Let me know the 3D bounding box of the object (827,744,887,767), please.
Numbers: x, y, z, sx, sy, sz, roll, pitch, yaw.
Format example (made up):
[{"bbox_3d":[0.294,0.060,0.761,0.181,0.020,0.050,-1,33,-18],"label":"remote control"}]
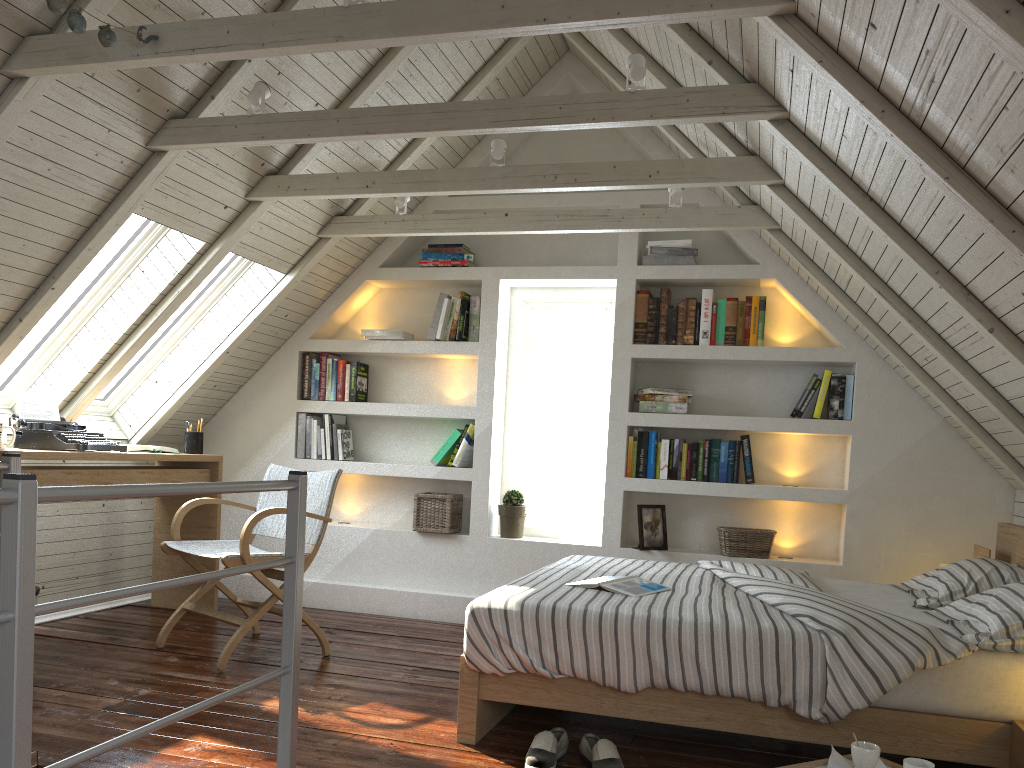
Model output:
[{"bbox_3d":[0.816,0.898,2.081,0.154,0.046,0.159,3,-4,6],"label":"object"}]

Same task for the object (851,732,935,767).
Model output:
[{"bbox_3d":[0.891,0.875,2.058,0.184,0.100,0.082,1,-2,39],"label":"object"}]

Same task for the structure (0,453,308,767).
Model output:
[{"bbox_3d":[-1.114,0.612,1.346,0.835,0.998,1.642,3,-2,16],"label":"structure"}]

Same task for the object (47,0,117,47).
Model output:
[{"bbox_3d":[-1.014,-0.856,2.017,0.059,0.067,0.284,3,-4,15],"label":"object"}]

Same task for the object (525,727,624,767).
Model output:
[{"bbox_3d":[0.192,1.054,2.529,0.284,0.091,0.275,2,-4,14],"label":"object"}]

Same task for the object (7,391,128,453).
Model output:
[{"bbox_3d":[-1.856,0.161,3.710,0.353,0.239,0.389,3,-3,11],"label":"object"}]

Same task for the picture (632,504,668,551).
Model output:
[{"bbox_3d":[0.668,0.704,4.333,0.174,0.224,0.126,3,1,-34],"label":"picture"}]

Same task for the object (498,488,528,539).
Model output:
[{"bbox_3d":[0.005,0.669,4.603,0.159,0.272,0.159,3,1,9],"label":"object"}]

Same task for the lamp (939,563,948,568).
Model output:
[{"bbox_3d":[1.819,0.879,3.658,0.090,0.253,0.090,4,2,23],"label":"lamp"}]

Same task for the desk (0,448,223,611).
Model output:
[{"bbox_3d":[-1.845,0.700,3.886,0.377,0.807,1.326,3,-2,16],"label":"desk"}]

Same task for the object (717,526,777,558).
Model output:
[{"bbox_3d":[1.133,0.767,4.265,0.282,0.134,0.178,3,-2,7],"label":"object"}]

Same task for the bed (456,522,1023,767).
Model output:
[{"bbox_3d":[0.930,0.829,3.079,1.874,0.707,1.876,2,-4,16],"label":"bed"}]

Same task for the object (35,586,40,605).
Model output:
[{"bbox_3d":[-1.983,0.927,3.451,0.224,0.253,0.224,3,0,10],"label":"object"}]

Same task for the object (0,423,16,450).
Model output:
[{"bbox_3d":[-1.939,0.196,3.322,0.109,0.100,0.082,4,0,-33],"label":"object"}]

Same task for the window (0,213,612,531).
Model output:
[{"bbox_3d":[-0.947,-0.030,4.024,3.096,1.379,1.400,3,-1,-6],"label":"window"}]

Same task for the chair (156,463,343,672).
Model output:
[{"bbox_3d":[-1.098,0.733,3.699,0.548,0.794,0.561,3,1,41],"label":"chair"}]

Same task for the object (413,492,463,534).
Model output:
[{"bbox_3d":[-0.393,0.684,4.686,0.204,0.201,0.205,3,-1,16],"label":"object"}]

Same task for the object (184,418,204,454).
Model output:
[{"bbox_3d":[-1.585,0.261,4.383,0.088,0.187,0.088,2,2,-20],"label":"object"}]

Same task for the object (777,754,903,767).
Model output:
[{"bbox_3d":[0.756,0.994,1.998,0.532,0.182,0.268,5,-3,-29],"label":"object"}]
